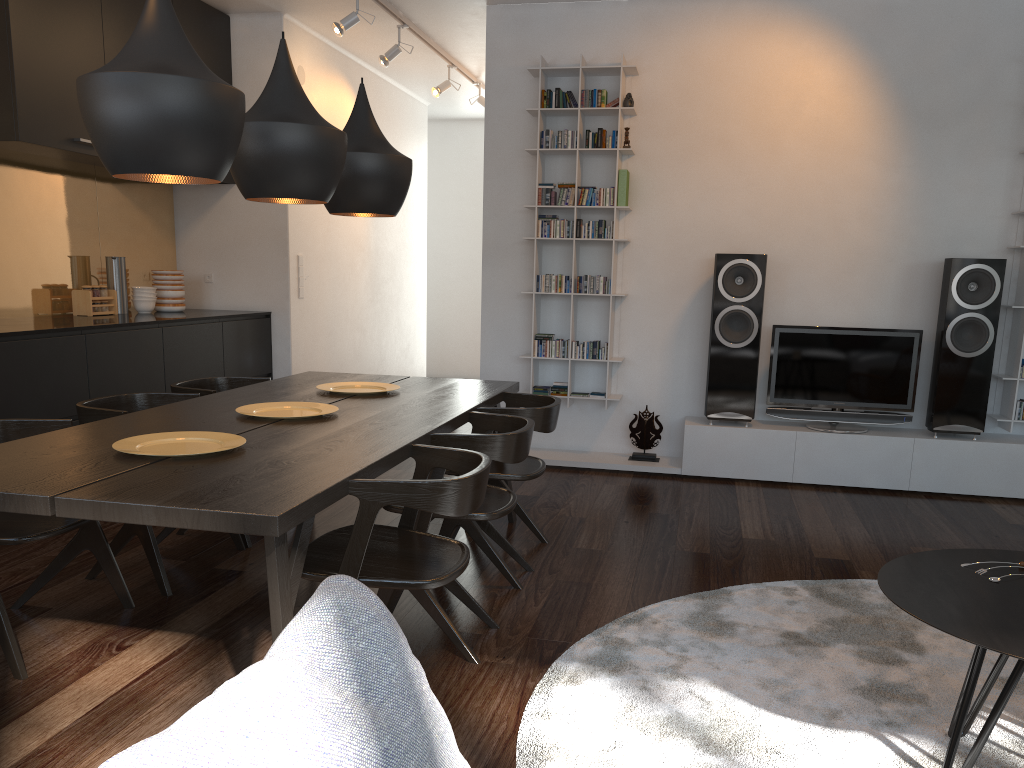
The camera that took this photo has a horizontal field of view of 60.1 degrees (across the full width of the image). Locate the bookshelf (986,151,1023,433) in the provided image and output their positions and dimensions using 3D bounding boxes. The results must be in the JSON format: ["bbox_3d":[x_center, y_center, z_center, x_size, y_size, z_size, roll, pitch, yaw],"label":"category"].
[{"bbox_3d":[3.822,-0.720,4.729,2.083,2.103,0.224,3,11,12],"label":"bookshelf"}]

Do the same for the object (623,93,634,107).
[{"bbox_3d":[0.690,-1.668,5.230,0.064,0.102,0.059,-1,10,-11],"label":"object"}]

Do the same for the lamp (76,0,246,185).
[{"bbox_3d":[-0.910,-0.813,2.301,0.408,0.548,0.408,-8,14,-44],"label":"lamp"}]

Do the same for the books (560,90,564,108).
[{"bbox_3d":[0.296,-1.679,5.236,0.019,0.100,0.073,4,10,12],"label":"books"}]

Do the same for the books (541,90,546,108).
[{"bbox_3d":[0.189,-1.688,5.261,0.016,0.109,0.068,4,10,12],"label":"books"}]

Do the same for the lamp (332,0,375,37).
[{"bbox_3d":[-0.919,-2.132,5.124,0.250,0.243,0.084,0,11,-12],"label":"lamp"}]

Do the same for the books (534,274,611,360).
[{"bbox_3d":[0.378,-0.419,5.491,0.469,0.518,0.121,3,11,12],"label":"books"}]

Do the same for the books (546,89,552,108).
[{"bbox_3d":[0.221,-1.686,5.249,0.023,0.109,0.068,4,10,12],"label":"books"}]

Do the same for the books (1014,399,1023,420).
[{"bbox_3d":[3.828,-0.658,4.689,1.950,1.845,0.113,3,11,12],"label":"books"}]

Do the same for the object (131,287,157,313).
[{"bbox_3d":[-2.304,-0.527,5.542,0.153,0.162,0.157,9,12,39],"label":"object"}]

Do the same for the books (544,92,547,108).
[{"bbox_3d":[0.204,-1.679,5.256,0.014,0.093,0.069,4,10,12],"label":"books"}]

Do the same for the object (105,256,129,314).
[{"bbox_3d":[-2.391,-0.600,5.376,0.114,0.344,0.162,4,11,15],"label":"object"}]

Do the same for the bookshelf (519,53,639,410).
[{"bbox_3d":[0.400,-0.895,5.437,0.639,2.103,0.224,4,11,12],"label":"bookshelf"}]

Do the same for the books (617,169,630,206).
[{"bbox_3d":[0.672,-1.172,5.330,0.049,0.217,0.164,4,10,12],"label":"books"}]

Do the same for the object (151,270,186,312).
[{"bbox_3d":[-2.232,-0.604,5.748,0.197,0.268,0.196,-1,10,-14],"label":"object"}]

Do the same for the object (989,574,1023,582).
[{"bbox_3d":[1.239,0.481,2.204,0.124,0.010,0.025,-1,8,-21],"label":"object"}]

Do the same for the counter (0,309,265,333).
[{"bbox_3d":[-2.541,-0.223,3.724,0.731,0.002,5.004,3,7,12],"label":"counter"}]

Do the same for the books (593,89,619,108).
[{"bbox_3d":[0.562,-1.671,5.210,0.160,0.112,0.100,3,10,12],"label":"books"}]

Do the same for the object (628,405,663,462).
[{"bbox_3d":[0.837,0.303,5.539,0.212,0.355,0.120,4,11,12],"label":"object"}]

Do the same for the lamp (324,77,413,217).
[{"bbox_3d":[-0.616,-0.974,3.641,0.410,0.548,0.406,-4,11,-30],"label":"lamp"}]

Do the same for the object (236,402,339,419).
[{"bbox_3d":[-0.798,0.097,3.150,0.356,0.017,0.351,1,7,-7],"label":"object"}]

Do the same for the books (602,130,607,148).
[{"bbox_3d":[0.547,-1.443,5.230,0.016,0.109,0.068,4,10,12],"label":"books"}]

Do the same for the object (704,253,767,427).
[{"bbox_3d":[1.329,-0.261,5.280,0.294,1.016,0.277,4,11,12],"label":"object"}]

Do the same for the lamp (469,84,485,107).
[{"bbox_3d":[-0.257,-2.408,7.450,0.250,0.243,0.084,5,11,22],"label":"lamp"}]

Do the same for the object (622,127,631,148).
[{"bbox_3d":[0.684,-1.459,5.268,0.045,0.142,0.063,2,11,3],"label":"object"}]

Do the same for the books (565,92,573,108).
[{"bbox_3d":[0.337,-1.672,5.228,0.046,0.092,0.069,4,10,12],"label":"books"}]

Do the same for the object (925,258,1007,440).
[{"bbox_3d":[2.553,-0.198,5.027,0.294,1.016,0.277,4,11,12],"label":"object"}]

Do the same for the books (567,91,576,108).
[{"bbox_3d":[0.355,-1.675,5.226,0.057,0.100,0.068,4,10,12],"label":"books"}]

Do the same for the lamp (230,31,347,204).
[{"bbox_3d":[-0.763,-0.894,2.971,0.411,0.548,0.405,-1,10,-12],"label":"lamp"}]

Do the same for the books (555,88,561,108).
[{"bbox_3d":[0.274,-1.687,5.241,0.029,0.117,0.073,4,10,12],"label":"books"}]

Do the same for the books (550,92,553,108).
[{"bbox_3d":[0.240,-1.677,5.250,0.014,0.093,0.069,4,10,12],"label":"books"}]

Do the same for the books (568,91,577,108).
[{"bbox_3d":[0.364,-1.674,5.224,0.057,0.100,0.068,4,10,12],"label":"books"}]

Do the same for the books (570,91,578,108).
[{"bbox_3d":[0.372,-1.674,5.222,0.057,0.100,0.068,4,10,12],"label":"books"}]

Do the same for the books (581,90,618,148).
[{"bbox_3d":[0.523,-1.560,5.240,0.228,0.337,0.106,4,11,12],"label":"books"}]

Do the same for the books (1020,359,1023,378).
[{"bbox_3d":[2.923,-0.087,4.993,0.132,0.106,0.098,3,9,10],"label":"books"}]

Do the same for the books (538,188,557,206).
[{"bbox_3d":[0.215,-1.133,5.378,0.101,0.106,0.095,3,10,12],"label":"books"}]

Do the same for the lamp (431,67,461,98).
[{"bbox_3d":[-0.518,-2.344,6.891,0.250,0.243,0.084,-5,12,-35],"label":"lamp"}]

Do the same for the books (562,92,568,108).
[{"bbox_3d":[0.315,-1.674,5.234,0.028,0.094,0.069,4,10,12],"label":"books"}]

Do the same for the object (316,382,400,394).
[{"bbox_3d":[-0.658,0.020,3.791,0.355,0.017,0.352,3,7,15],"label":"object"}]

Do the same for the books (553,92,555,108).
[{"bbox_3d":[0.254,-1.677,5.247,0.014,0.093,0.069,4,10,12],"label":"books"}]

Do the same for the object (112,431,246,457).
[{"bbox_3d":[-0.939,0.174,2.509,0.355,0.017,0.352,3,7,15],"label":"object"}]

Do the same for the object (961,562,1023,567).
[{"bbox_3d":[1.249,0.467,2.297,0.168,0.015,0.014,1,9,-1],"label":"object"}]

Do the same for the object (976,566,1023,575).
[{"bbox_3d":[1.260,0.472,2.256,0.163,0.016,0.025,0,8,-13],"label":"object"}]

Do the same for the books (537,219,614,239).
[{"bbox_3d":[0.394,-0.942,5.392,0.467,0.114,0.121,3,9,12],"label":"books"}]
